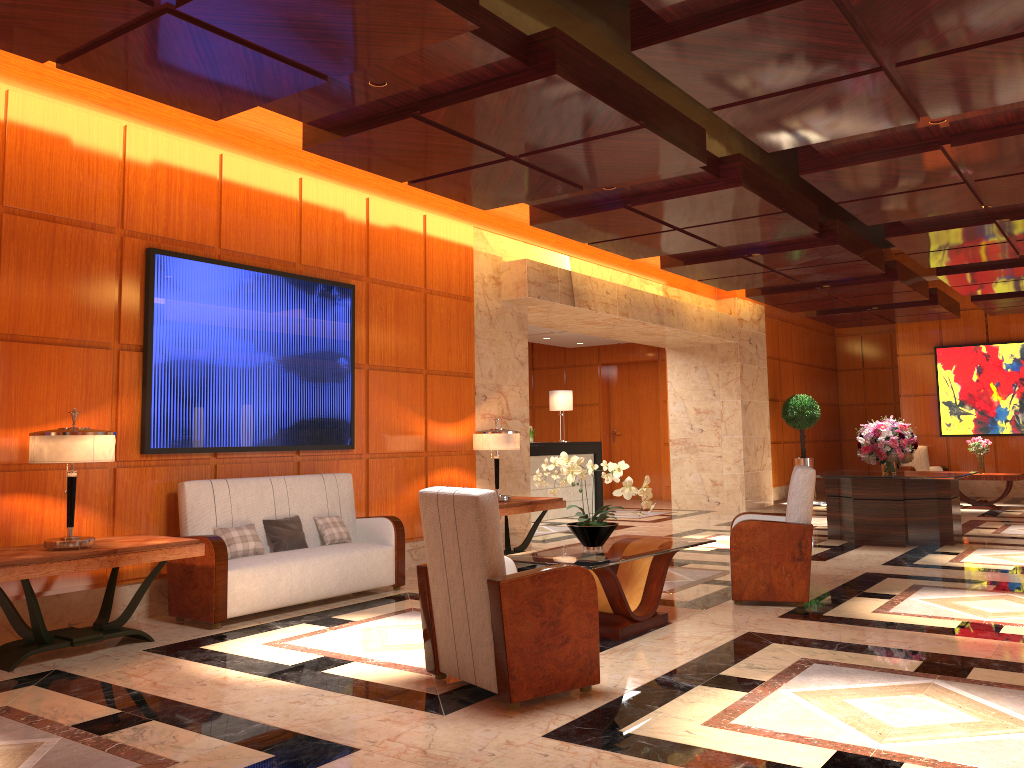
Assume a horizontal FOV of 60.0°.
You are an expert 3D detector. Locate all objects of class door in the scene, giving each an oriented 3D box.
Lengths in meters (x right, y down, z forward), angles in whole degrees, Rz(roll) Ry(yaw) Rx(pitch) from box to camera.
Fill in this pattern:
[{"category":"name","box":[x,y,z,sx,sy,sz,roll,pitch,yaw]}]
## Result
[{"category":"door","box":[2.404,0.905,17.300,1.284,2.707,0.340,-5,-7,35]}]

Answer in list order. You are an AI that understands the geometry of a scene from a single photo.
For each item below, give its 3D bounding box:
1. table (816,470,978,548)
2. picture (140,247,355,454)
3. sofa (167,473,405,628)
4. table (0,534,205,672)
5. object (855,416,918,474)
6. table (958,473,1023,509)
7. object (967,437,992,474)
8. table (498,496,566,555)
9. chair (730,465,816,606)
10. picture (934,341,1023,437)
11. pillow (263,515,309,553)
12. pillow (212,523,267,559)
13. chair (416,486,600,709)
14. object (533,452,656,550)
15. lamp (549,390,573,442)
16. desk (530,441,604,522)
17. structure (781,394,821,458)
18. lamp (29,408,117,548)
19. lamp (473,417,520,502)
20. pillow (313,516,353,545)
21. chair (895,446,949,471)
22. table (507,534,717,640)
[{"category":"table","box":[4.298,1.390,10.047,1.598,0.748,1.597,-4,-5,35]},{"category":"picture","box":[-1.984,-0.197,7.006,0.056,1.458,1.992,-5,-6,35]},{"category":"sofa","box":[-1.628,1.161,6.616,0.611,0.936,1.795,-5,-6,36]},{"category":"table","box":[-2.564,1.258,5.174,0.724,0.609,1.267,-4,-5,36]},{"category":"object","box":[4.277,0.687,10.103,0.649,0.661,0.678,-3,-5,26]},{"category":"table","box":[7.501,1.709,14.170,1.166,0.536,0.723,-4,-5,35]},{"category":"object","box":[7.522,1.145,14.245,0.326,0.598,0.349,3,-6,-34]},{"category":"table","box":[-0.112,1.438,8.597,0.724,0.609,1.267,-4,-5,36]},{"category":"chair","box":[1.923,1.089,6.562,0.628,0.965,0.735,-2,-5,14]},{"category":"picture","box":[9.017,0.096,16.521,1.993,1.743,0.056,-4,-7,35]},{"category":"pillow","box":[-1.697,1.126,6.643,0.160,0.254,0.357,-4,-5,32]},{"category":"pillow","box":[-1.926,1.115,6.274,0.194,0.228,0.343,-5,-6,40]},{"category":"chair","box":[-0.051,0.976,4.316,0.628,0.965,0.736,3,-6,-36]},{"category":"object","box":[0.512,0.737,5.626,0.788,0.620,0.416,-2,-5,13]},{"category":"lamp","box":[0.794,0.523,14.255,0.372,0.823,0.371,2,-6,-29]},{"category":"desk","box":[0.243,1.468,13.486,0.940,1.145,2.920,-4,-5,35]},{"category":"structure","box":[5.319,1.022,16.243,0.721,1.719,0.719,-2,-6,13]},{"category":"lamp","box":[-2.558,0.537,5.153,0.459,0.797,0.457,-1,-5,-3]},{"category":"lamp","box":[-0.146,0.723,8.520,0.457,0.813,0.458,-6,-8,44]},{"category":"pillow","box":[-1.408,1.157,6.985,0.202,0.230,0.273,-5,-6,38]},{"category":"chair","box":[7.650,1.640,16.565,0.738,0.965,0.626,0,-5,-6]},{"category":"table","box":[0.636,1.295,5.631,0.721,0.498,1.557,-4,-5,38]}]
